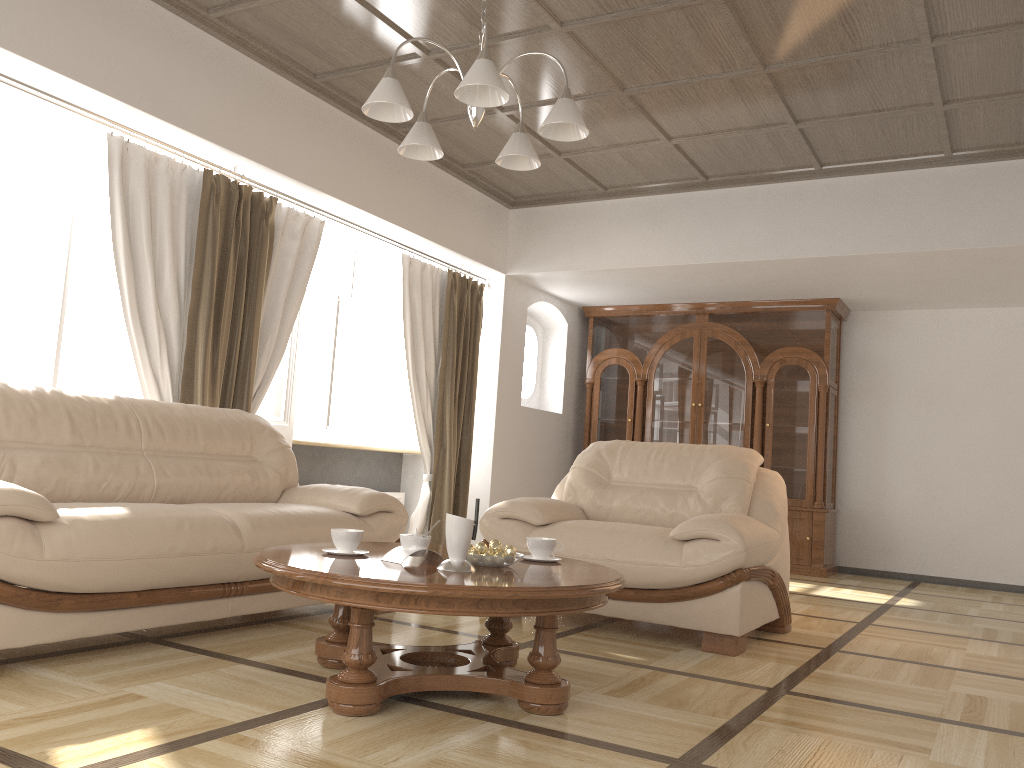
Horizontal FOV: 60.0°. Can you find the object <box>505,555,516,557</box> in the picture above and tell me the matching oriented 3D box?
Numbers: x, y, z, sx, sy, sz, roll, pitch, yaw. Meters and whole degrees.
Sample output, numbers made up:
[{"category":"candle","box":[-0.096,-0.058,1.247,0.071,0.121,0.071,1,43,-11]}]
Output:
[{"category":"object","box":[-0.008,0.541,2.772,0.038,0.041,0.041,3,-6,14]}]

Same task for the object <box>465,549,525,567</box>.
[{"category":"object","box":[-0.075,0.552,2.799,0.227,0.039,0.227,8,-7,-35]}]

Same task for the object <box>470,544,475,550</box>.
[{"category":"object","box":[-0.139,0.532,2.849,0.040,0.040,0.038,3,-6,9]}]

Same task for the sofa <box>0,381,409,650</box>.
[{"category":"sofa","box":[-1.437,0.492,3.553,1.051,0.900,2.135,1,-6,30]}]

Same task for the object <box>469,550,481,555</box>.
[{"category":"object","box":[-0.114,0.534,2.745,0.041,0.040,0.037,-1,-7,42]}]

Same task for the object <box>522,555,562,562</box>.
[{"category":"object","box":[0.097,0.603,3.053,0.150,0.010,0.150,2,-6,19]}]

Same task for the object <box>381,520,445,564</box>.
[{"category":"object","box":[-0.300,0.485,2.757,0.104,0.133,0.178,-2,-8,45]}]

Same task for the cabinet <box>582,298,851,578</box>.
[{"category":"cabinet","box":[1.753,0.445,8.076,2.360,2.298,0.587,1,-6,30]}]

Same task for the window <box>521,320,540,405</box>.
[{"category":"window","box":[0.088,-0.206,8.128,0.050,0.784,0.600,1,-6,30]}]

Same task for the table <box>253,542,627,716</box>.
[{"category":"table","box":[-0.233,0.760,2.819,1.167,0.392,1.169,1,-6,25]}]

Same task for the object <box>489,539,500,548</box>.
[{"category":"object","box":[-0.055,0.519,2.843,0.038,0.044,0.038,0,-7,36]}]

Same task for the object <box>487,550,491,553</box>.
[{"category":"object","box":[-0.080,0.553,2.849,0.040,0.038,0.039,8,-7,-35]}]

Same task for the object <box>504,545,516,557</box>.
[{"category":"object","box":[-0.006,0.518,2.740,0.038,0.042,0.038,0,-7,38]}]

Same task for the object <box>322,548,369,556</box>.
[{"category":"object","box":[-0.532,0.538,2.834,0.150,0.010,0.150,2,-6,15]}]

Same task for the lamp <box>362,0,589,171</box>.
[{"category":"lamp","box":[-0.074,-1.380,3.049,0.741,1.094,0.713,1,-6,30]}]

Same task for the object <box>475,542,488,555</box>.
[{"category":"object","box":[-0.095,0.514,2.775,0.038,0.039,0.040,3,-6,15]}]

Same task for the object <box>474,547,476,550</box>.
[{"category":"object","box":[-0.107,0.537,2.871,0.039,0.039,0.041,5,-6,-11]}]

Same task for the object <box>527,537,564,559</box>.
[{"category":"object","box":[0.103,0.568,3.053,0.114,0.071,0.105,-2,-8,45]}]

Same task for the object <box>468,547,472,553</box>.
[{"category":"object","box":[-0.147,0.532,2.810,0.041,0.038,0.039,6,-6,-16]}]

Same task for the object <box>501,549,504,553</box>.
[{"category":"object","box":[-0.039,0.550,2.860,0.040,0.039,0.039,-1,-7,41]}]

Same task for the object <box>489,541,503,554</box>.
[{"category":"object","box":[-0.051,0.512,2.766,0.037,0.041,0.040,8,-7,-37]}]

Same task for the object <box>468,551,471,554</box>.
[{"category":"object","box":[-0.121,0.543,2.782,0.038,0.040,0.040,5,-6,-10]}]

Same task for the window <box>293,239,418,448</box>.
[{"category":"window","box":[-1.126,-0.269,6.926,0.782,1.500,1.653,1,-6,30]}]

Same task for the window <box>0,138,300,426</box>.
[{"category":"window","box":[-2.113,-0.502,5.215,0.784,1.500,1.759,1,-6,29]}]

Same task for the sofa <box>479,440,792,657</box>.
[{"category":"sofa","box":[0.646,0.716,4.386,1.318,0.900,1.052,1,-6,30]}]

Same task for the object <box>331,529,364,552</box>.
[{"category":"object","box":[-0.530,0.504,2.843,0.105,0.071,0.114,5,-6,-10]}]

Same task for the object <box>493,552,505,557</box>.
[{"category":"object","box":[-0.040,0.538,2.740,0.039,0.039,0.041,3,-6,7]}]

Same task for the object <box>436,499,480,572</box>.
[{"category":"object","box":[-0.157,0.444,2.637,0.119,0.210,0.119,3,-6,7]}]

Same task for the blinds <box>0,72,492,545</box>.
[{"category":"blinds","box":[-1.674,-0.111,4.811,0.285,2.294,5.765,1,-6,30]}]

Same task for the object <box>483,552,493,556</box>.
[{"category":"object","box":[-0.075,0.543,2.753,0.039,0.040,0.038,2,-6,20]}]
